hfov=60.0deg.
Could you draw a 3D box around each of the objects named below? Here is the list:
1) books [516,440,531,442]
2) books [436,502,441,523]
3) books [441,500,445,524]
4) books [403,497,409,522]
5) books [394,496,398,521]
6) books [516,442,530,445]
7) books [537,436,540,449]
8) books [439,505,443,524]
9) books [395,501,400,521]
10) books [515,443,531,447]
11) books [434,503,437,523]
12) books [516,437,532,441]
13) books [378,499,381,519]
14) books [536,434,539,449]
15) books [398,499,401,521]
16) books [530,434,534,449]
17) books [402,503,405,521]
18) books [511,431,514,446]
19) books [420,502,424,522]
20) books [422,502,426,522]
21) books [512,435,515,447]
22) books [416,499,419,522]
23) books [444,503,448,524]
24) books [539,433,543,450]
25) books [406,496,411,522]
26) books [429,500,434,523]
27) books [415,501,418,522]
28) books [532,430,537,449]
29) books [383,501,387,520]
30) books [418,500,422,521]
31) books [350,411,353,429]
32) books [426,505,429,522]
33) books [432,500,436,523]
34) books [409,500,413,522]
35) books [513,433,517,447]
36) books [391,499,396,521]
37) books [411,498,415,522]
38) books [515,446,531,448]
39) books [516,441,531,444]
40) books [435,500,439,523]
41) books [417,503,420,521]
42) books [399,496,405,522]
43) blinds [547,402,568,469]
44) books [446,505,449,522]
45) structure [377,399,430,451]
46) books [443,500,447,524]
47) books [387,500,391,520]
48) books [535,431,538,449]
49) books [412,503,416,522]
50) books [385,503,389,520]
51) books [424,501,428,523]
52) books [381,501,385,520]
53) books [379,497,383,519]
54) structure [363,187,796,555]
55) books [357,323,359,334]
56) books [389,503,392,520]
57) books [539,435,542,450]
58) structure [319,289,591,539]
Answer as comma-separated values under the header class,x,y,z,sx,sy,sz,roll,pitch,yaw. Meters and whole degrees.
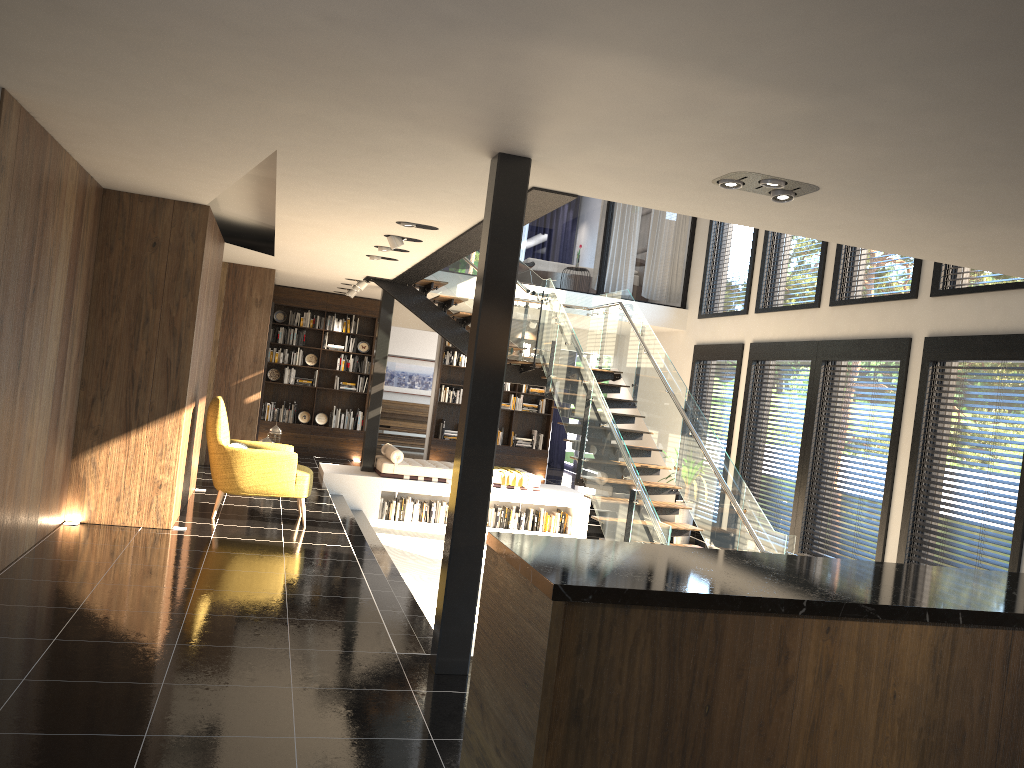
class,x,y,z,sx,sy,sz,roll,pitch,yaw
books,0.185,0.990,15.496,0.251,0.026,0.148,7,0,-20
books,-1.030,1.783,12.334,0.025,0.287,0.169,7,0,-15
books,-0.978,1.781,12.342,0.026,0.305,0.187,7,0,-15
books,-1.461,1.717,12.133,0.028,0.309,0.211,7,0,-15
books,-1.604,1.698,12.129,0.029,0.314,0.163,7,0,-15
books,0.178,1.039,15.498,0.250,0.026,0.148,7,0,-19
books,0.442,1.023,15.556,0.022,0.234,0.178,7,0,-15
books,-1.002,1.807,12.319,0.027,0.246,0.193,7,0,-15
books,-1.572,1.732,12.101,0.027,0.254,0.204,7,0,-15
books,0.178,1.067,15.487,0.286,0.030,0.176,7,0,-17
books,-1.081,1.785,12.330,0.029,0.271,0.128,7,0,-15
books,0.192,0.962,15.481,0.288,0.030,0.175,7,0,-11
books,-1.815,1.693,12.077,0.025,0.270,0.156,7,0,-15
books,0.422,1.003,15.553,0.023,0.267,0.147,7,0,-15
books,-1.553,1.721,12.140,0.028,0.279,0.120,7,0,-15
books,0.347,1.004,15.519,0.026,0.247,0.149,7,0,-15
books,-1.499,1.749,12.150,0.029,0.237,0.146,7,0,-15
books,-0.017,0.951,15.435,0.024,0.264,0.174,7,0,-15
books,-1.257,1.769,12.286,0.023,0.260,0.133,7,0,-15
books,-1.232,1.771,12.276,0.019,0.261,0.182,7,0,-15
books,0.006,0.986,15.429,0.025,0.199,0.149,7,0,-15
books,-1.315,1.743,12.239,0.020,0.295,0.102,7,0,-15
books,-0.935,1.792,12.353,0.023,0.293,0.157,7,0,-15
books,0.492,1.009,15.554,0.025,0.274,0.204,7,0,-15
books,-1.427,1.707,12.163,0.051,0.338,0.187,7,0,-15
books,-1.125,1.765,12.286,0.033,0.299,0.195,7,0,-15
books,-1.330,1.753,12.212,0.021,0.271,0.148,7,0,-15
books,0.377,0.968,15.527,0.030,0.326,0.194,7,0,-15
books,-1.739,1.717,12.071,0.027,0.241,0.149,7,0,-15
books,-1.283,1.753,12.294,0.025,0.285,0.137,7,0,-15
books,-2.672,0.600,14.728,0.011,0.300,0.153,7,0,-15
books,-1.175,1.792,12.297,0.050,0.234,0.149,7,0,-15
books,-1.101,1.772,12.306,0.025,0.293,0.205,7,0,-15
books,-1.394,1.739,12.173,0.025,0.282,0.149,7,0,-15
books,0.035,0.970,15.428,0.026,0.238,0.159,7,0,-15
books,-1.630,1.715,12.094,0.035,0.273,0.200,7,0,-15
books,-1.373,1.727,12.187,0.021,0.313,0.139,7,0,-15
books,0.172,1.094,15.496,0.273,0.025,0.156,7,0,-18
books,0.185,1.014,15.485,0.263,0.024,0.167,7,0,-20
books,-1.054,1.770,12.336,0.023,0.308,0.126,7,0,-15
books,-1.310,1.769,12.289,0.026,0.247,0.149,7,0,-15
books,-1.515,1.704,12.120,0.030,0.322,0.202,7,0,-15
blinds,1.036,0.405,18.529,0.161,2.770,1.079,7,0,-17
books,-0.914,1.815,12.375,0.034,0.252,0.151,7,0,-15
structure,-2.402,0.834,18.412,6.279,0.982,0.885,7,0,-15
books,-0.954,1.783,12.343,0.020,0.305,0.172,7,0,-15
books,-1.691,1.716,12.117,0.030,0.256,0.145,7,0,-15
books,0.403,0.979,15.537,0.027,0.311,0.148,7,0,-15
books,-1.353,1.766,12.192,0.029,0.240,0.165,7,0,-15
books,-1.721,1.735,12.106,0.029,0.211,0.130,7,0,-15
books,-1.206,1.764,12.274,0.028,0.282,0.172,7,0,-15
books,-1.763,1.720,12.062,0.024,0.229,0.171,7,0,-15
books,-1.787,1.689,12.069,0.024,0.286,0.130,7,0,-15
structure,0.399,0.115,9.121,3.449,4.869,7.276,7,0,-16
books,-2.568,-0.922,14.732,0.022,0.195,0.135,7,0,-15
books,-1.667,1.734,12.117,0.020,0.225,0.156,7,0,-15
books,0.467,1.016,15.554,0.023,0.254,0.191,7,0,-15
structure,-0.705,0.406,12.760,3.783,3.245,1.148,7,0,-15
